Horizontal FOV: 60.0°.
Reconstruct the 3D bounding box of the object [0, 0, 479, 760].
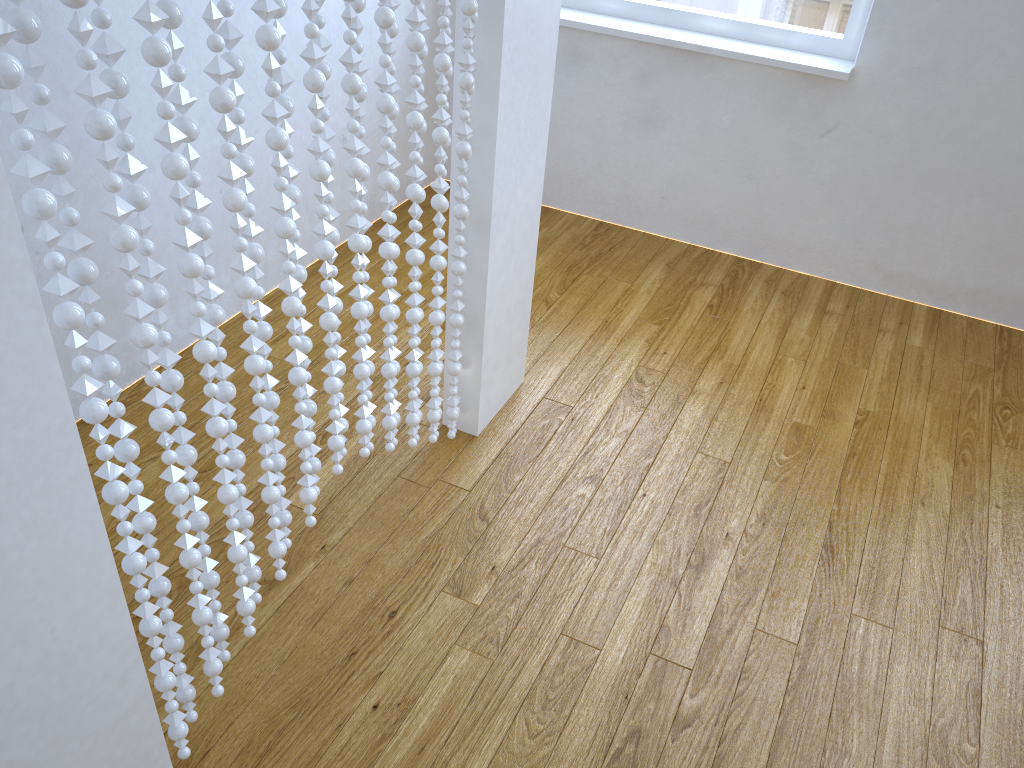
[{"bbox_3d":[-0.240,-0.484,1.068,0.051,2.046,0.912,19,38,18],"label":"object"}]
